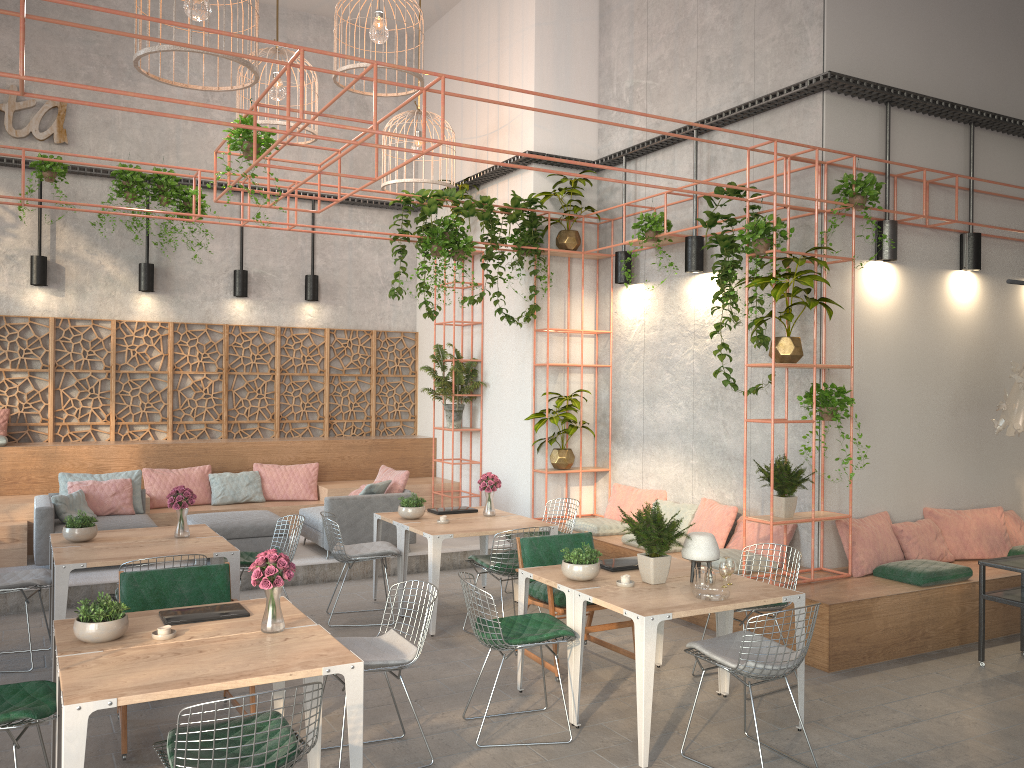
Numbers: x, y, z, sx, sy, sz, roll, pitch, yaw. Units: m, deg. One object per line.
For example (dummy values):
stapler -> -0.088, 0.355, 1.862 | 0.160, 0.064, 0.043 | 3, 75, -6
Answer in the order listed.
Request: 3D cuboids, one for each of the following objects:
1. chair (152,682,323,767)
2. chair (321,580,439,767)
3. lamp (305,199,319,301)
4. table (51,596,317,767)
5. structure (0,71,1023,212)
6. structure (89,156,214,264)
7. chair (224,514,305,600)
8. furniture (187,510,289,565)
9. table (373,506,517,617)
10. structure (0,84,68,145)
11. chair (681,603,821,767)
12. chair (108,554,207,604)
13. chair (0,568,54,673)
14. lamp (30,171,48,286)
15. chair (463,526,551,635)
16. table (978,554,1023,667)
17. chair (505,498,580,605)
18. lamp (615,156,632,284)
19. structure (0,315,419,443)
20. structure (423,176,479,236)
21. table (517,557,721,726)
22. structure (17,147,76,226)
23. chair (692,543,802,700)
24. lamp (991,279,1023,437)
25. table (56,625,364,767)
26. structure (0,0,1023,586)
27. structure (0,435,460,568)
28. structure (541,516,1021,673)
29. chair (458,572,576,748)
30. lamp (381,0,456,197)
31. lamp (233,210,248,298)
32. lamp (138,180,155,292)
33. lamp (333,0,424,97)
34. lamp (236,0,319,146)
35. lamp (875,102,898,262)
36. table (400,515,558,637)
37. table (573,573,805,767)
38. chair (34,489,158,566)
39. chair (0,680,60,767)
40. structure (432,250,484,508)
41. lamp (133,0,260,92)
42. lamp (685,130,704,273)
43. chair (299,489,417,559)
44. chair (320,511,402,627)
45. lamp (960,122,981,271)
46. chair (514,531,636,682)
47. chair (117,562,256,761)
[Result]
chair -> -1.103, 1.599, 3.561 | 0.565, 0.941, 0.717 | 1, 0, -33
chair -> -0.777, 1.603, 4.885 | 0.717, 0.941, 0.565 | 1, 0, -28
lamp -> -2.808, -1.883, 12.470 | 0.179, 1.436, 0.185 | 1, 0, -29
table -> -1.702, 1.650, 4.600 | 1.205, 0.830, 0.694 | 1, 0, -29
structure -> 0.981, -2.590, 5.901 | 15.203, 0.110, 15.603 | 1, 0, -29
structure -> -4.343, -2.127, 10.757 | 1.434, 1.290, 0.670 | 1, 0, -29
chair -> -2.103, 1.590, 7.398 | 0.717, 0.941, 0.565 | 1, 0, -28
furniture -> -2.996, 1.629, 9.571 | 0.975, 0.446, 0.941 | 1, 0, -29
table -> -0.630, 1.651, 8.431 | 1.205, 0.830, 0.694 | 1, 0, -29
structure -> -6.326, -3.308, 10.623 | 1.807, 0.695, 0.087 | 1, 0, -29
chair -> 1.328, 1.626, 4.917 | 0.565, 0.941, 0.717 | 1, 0, -33
chair -> -2.429, 1.586, 6.073 | 0.565, 0.941, 0.717 | 1, 0, -33
chair -> -3.726, 1.572, 6.497 | 0.717, 0.941, 0.565 | 1, 0, -13
lamp -> -5.781, -1.916, 10.835 | 0.185, 1.436, 0.185 | 1, 0, 12
chair -> -0.032, 1.612, 7.391 | 0.565, 0.941, 0.717 | 1, 0, -33
table -> 3.903, 1.733, 6.548 | 0.602, 0.798, 0.635 | 1, 0, -29
chair -> 0.294, 1.617, 8.716 | 0.717, 0.941, 0.565 | 1, 0, -28
lamp -> 1.260, -1.846, 9.980 | 0.185, 1.425, 0.179 | 1, 0, -29
structure -> -5.086, 0.231, 11.335 | 9.782, 2.103, 0.132 | 1, 0, -29
structure -> -0.775, -2.269, 11.447 | 0.903, 0.803, 0.934 | 1, 0, 33
table -> 0.730, 1.665, 5.957 | 1.205, 0.830, 0.694 | 1, 0, -29
structure -> -5.369, -2.297, 10.246 | 0.605, 0.972, 0.587 | 1, 0, -30
chair -> 1.654, 1.630, 6.242 | 0.717, 0.941, 0.565 | 1, 0, -28
lamp -> 5.513, -1.583, 7.428 | 4.456, 4.052, 0.704 | 1, 0, -29
table -> -1.362, 1.653, 3.992 | 1.214, 0.830, 0.694 | 1, 0, -29
structure -> 1.496, -0.276, 8.810 | 14.096, 4.345, 4.501 | 1, 0, -30
structure -> -4.555, 1.285, 9.727 | 9.152, 1.111, 3.396 | 1, 0, -29
structure -> 3.814, 1.879, 9.804 | 5.831, 0.500, 4.386 | 1, 0, -29
chair -> 0.031, 1.612, 5.340 | 0.717, 0.941, 0.565 | 1, 0, -13
lamp -> -1.097, -4.050, 10.588 | 0.883, 3.476, 0.883 | 1, 0, 24
lamp -> -3.666, -1.893, 11.998 | 0.185, 1.436, 0.185 | 1, 0, 12
lamp -> -4.707, -1.904, 11.425 | 0.185, 1.436, 0.185 | 1, 0, 12
lamp -> -1.285, -4.689, 8.686 | 0.883, 3.476, 0.883 | 1, 0, 24
lamp -> -2.576, -4.485, 9.799 | 0.883, 3.476, 0.883 | 1, 0, 24
lamp -> 3.381, -1.824, 7.993 | 0.179, 1.425, 0.185 | 1, 0, -29
table -> -0.291, 1.654, 7.822 | 1.214, 0.830, 0.694 | 1, 0, -29
table -> 1.069, 1.668, 5.348 | 1.214, 0.830, 0.694 | 1, 0, -29
chair -> -4.314, 1.458, 9.186 | 1.127, 0.586, 1.056 | 1, 0, -29
chair -> -2.400, 1.585, 3.984 | 0.717, 0.941, 0.565 | 1, 0, -13
structure -> -0.710, 0.077, 11.575 | 0.424, 3.596, 0.624 | 1, 0, -29
lamp -> -2.329, -4.065, 6.621 | 0.883, 3.476, 0.883 | 1, 0, 24
lamp -> 1.842, -1.840, 8.922 | 0.185, 1.425, 0.179 | 1, 0, -29
chair -> -1.772, 1.529, 10.119 | 1.052, 0.672, 1.127 | 1, 0, -29
chair -> -1.329, 1.599, 7.814 | 0.717, 0.941, 0.565 | 1, 0, -13
lamp -> 4.440, -1.812, 8.575 | 0.179, 1.425, 0.185 | 1, 0, -29
chair -> 0.469, 1.622, 6.642 | 0.722, 0.917, 0.685 | 1, 0, -29
chair -> -1.963, 1.595, 5.286 | 0.722, 0.917, 0.685 | 1, 0, -29
